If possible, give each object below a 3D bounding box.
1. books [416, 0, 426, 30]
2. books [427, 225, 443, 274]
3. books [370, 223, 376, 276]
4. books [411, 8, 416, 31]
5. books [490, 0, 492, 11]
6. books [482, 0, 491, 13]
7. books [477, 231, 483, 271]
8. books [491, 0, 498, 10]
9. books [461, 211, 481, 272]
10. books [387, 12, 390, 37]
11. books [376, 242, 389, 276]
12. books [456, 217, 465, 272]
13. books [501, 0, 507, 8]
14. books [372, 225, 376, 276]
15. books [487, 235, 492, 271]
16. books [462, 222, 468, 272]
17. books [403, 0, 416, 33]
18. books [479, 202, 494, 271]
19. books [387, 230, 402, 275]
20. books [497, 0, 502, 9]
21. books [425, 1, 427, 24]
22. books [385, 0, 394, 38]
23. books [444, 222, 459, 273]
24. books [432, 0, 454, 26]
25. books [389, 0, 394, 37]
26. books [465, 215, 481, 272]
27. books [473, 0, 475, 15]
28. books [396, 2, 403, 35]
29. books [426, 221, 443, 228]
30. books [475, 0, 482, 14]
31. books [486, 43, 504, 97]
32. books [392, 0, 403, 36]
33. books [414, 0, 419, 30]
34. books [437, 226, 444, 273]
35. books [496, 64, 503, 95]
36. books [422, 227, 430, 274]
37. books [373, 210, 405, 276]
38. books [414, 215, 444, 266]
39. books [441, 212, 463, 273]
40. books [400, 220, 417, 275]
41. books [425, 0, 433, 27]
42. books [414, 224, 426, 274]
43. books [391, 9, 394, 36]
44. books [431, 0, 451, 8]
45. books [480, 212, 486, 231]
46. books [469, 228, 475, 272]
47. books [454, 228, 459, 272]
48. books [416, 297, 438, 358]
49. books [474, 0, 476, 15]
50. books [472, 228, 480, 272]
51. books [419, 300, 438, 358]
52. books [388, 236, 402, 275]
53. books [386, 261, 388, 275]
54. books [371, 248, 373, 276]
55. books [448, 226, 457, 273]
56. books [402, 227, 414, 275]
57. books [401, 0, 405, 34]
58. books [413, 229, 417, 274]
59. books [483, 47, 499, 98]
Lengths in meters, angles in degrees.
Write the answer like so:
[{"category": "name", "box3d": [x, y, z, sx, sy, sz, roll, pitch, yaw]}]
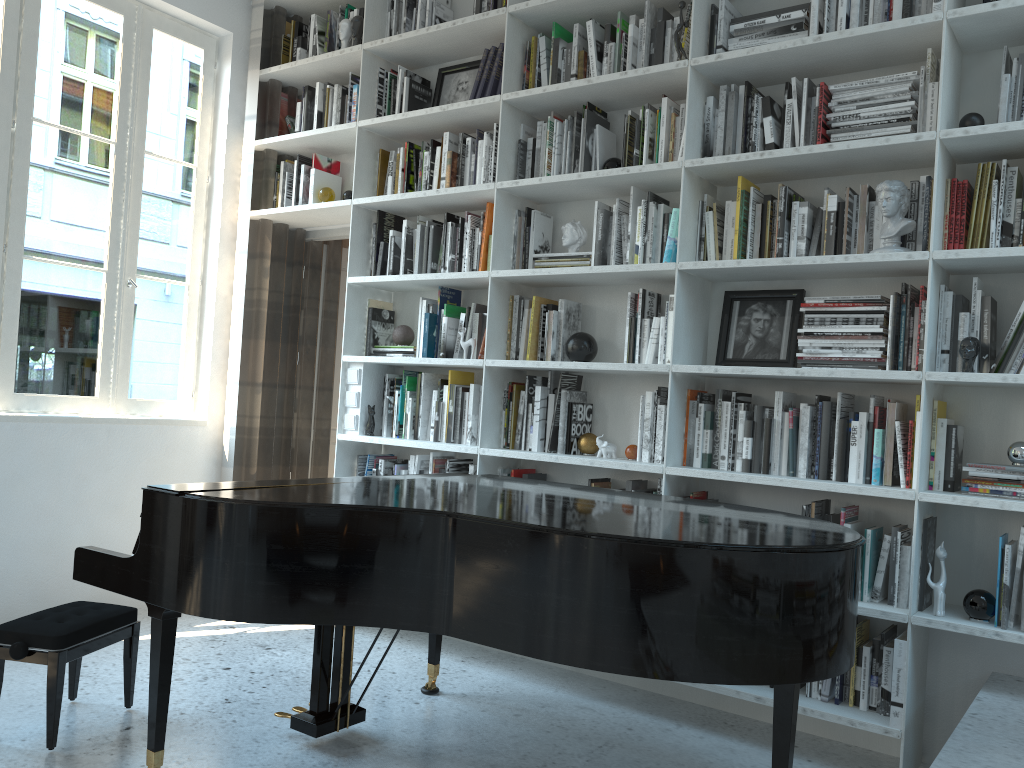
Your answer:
[{"category": "books", "box3d": [-0.386, -1.686, 4.193, 0.021, 0.213, 0.173, 3, -1, 35]}, {"category": "books", "box3d": [-0.319, -0.594, 4.093, 0.023, 0.242, 0.184, 3, -1, 35]}, {"category": "books", "box3d": [-0.626, -0.629, 4.329, 0.012, 0.285, 0.159, 3, -1, 35]}, {"category": "books", "box3d": [-0.421, -1.672, 4.230, 0.026, 0.182, 0.161, 3, -1, 35]}, {"category": "books", "box3d": [-0.040, -1.704, 3.969, 0.013, 0.283, 0.166, 3, -1, 35]}, {"category": "books", "box3d": [-0.075, -1.689, 3.979, 0.028, 0.249, 0.155, 3, -1, 35]}, {"category": "books", "box3d": [-0.099, -0.564, 3.939, 0.013, 0.203, 0.161, 3, -1, 35]}, {"category": "books", "box3d": [-0.029, -1.700, 3.947, 0.011, 0.274, 0.183, 3, -1, 35]}, {"category": "books", "box3d": [-0.178, -0.618, 4.018, 0.011, 0.304, 0.130, 3, -1, 35]}, {"category": "books", "box3d": [-0.558, -1.689, 4.331, 0.017, 0.204, 0.142, 3, -1, 35]}, {"category": "books", "box3d": [-0.572, -0.576, 4.261, 0.037, 0.182, 0.189, 3, -1, 35]}, {"category": "books", "box3d": [-0.197, -0.603, 4.012, 0.012, 0.272, 0.145, 3, -1, 35]}, {"category": "books", "box3d": [0.015, -1.709, 3.909, 0.025, 0.297, 0.163, 3, -1, 35]}, {"category": "books", "box3d": [-0.607, -0.620, 4.284, 0.027, 0.266, 0.176, 3, -1, 35]}, {"category": "books", "box3d": [-0.051, -0.552, 3.909, 0.030, 0.183, 0.152, 3, -1, 35]}, {"category": "books", "box3d": [-0.174, -0.591, 4.008, 0.011, 0.251, 0.139, 3, -1, 35]}, {"category": "books", "box3d": [-0.445, -1.722, 4.228, 0.015, 0.279, 0.190, 3, -1, 35]}, {"category": "books", "box3d": [-0.075, -0.624, 3.926, 0.035, 0.325, 0.170, 3, -1, 35]}, {"category": "books", "box3d": [-0.523, -0.600, 4.230, 0.022, 0.235, 0.177, 3, -1, 35]}, {"category": "books", "box3d": [-0.003, -1.656, 3.932, 0.027, 0.190, 0.177, 3, -1, 35]}, {"category": "books", "box3d": [-0.360, -1.728, 4.202, 0.007, 0.301, 0.145, 3, -1, 36]}, {"category": "books", "box3d": [-0.560, -1.729, 4.345, 0.007, 0.285, 0.159, 3, -1, 35]}, {"category": "books", "box3d": [-0.245, -0.597, 4.054, 0.021, 0.256, 0.156, 3, -1, 35]}, {"category": "books", "box3d": [-0.330, -1.681, 4.183, 0.013, 0.210, 0.136, 3, -1, 35]}, {"category": "books", "box3d": [-0.543, -1.715, 4.329, 0.007, 0.259, 0.156, 3, -1, 35]}, {"category": "books", "box3d": [-0.151, -0.603, 3.968, 0.015, 0.275, 0.157, 3, -1, 35]}, {"category": "books", "box3d": [-0.123, -1.705, 4.036, 0.013, 0.278, 0.151, 3, -1, 35]}, {"category": "books", "box3d": [-0.491, -1.696, 4.278, 0.013, 0.225, 0.177, 3, -1, 35]}, {"category": "books", "box3d": [-0.354, -0.610, 4.130, 0.011, 0.271, 0.158, 3, -1, 35]}, {"category": "books", "box3d": [-0.095, -1.705, 3.995, 0.024, 0.279, 0.188, 3, -1, 35]}, {"category": "books", "box3d": [-0.034, -1.335, 3.929, 0.097, 0.282, 0.174, 3, -1, 35]}, {"category": "books", "box3d": [-0.514, -1.710, 4.298, 0.012, 0.249, 0.180, 3, -1, 35]}, {"category": "books", "box3d": [-0.396, -1.689, 4.209, 0.013, 0.219, 0.181, 3, -1, 35]}, {"category": "books", "box3d": [-0.279, -0.599, 4.087, 0.047, 0.256, 0.141, 3, -1, 35]}, {"category": "books", "box3d": [0.005, -1.336, 3.926, 0.078, 0.285, 0.174, 3, -1, 35]}, {"category": "books", "box3d": [-0.351, -0.593, 4.106, 0.024, 0.237, 0.167, 3, -1, 35]}, {"category": "books", "box3d": [-0.591, -0.653, 4.270, 0.012, 0.333, 0.184, 3, -1, 35]}, {"category": "books", "box3d": [-0.385, -0.623, 4.140, 0.011, 0.293, 0.183, 3, -1, 35]}, {"category": "books", "box3d": [-0.264, -0.620, 4.056, 0.013, 0.300, 0.151, 3, -1, 35]}, {"category": "books", "box3d": [-0.457, -0.620, 4.198, 0.023, 0.281, 0.174, 3, -1, 35]}, {"category": "books", "box3d": [-0.346, -1.678, 4.183, 0.014, 0.202, 0.170, 3, -1, 35]}, {"category": "books", "box3d": [-0.378, -0.600, 4.124, 0.021, 0.247, 0.189, 3, -1, 35]}, {"category": "books", "box3d": [-0.529, -1.690, 4.317, 0.032, 0.210, 0.158, 3, -1, 35]}, {"category": "books", "box3d": [-0.345, -1.723, 4.206, 0.015, 0.293, 0.131, 3, -1, 35]}, {"category": "books", "box3d": [-0.099, -0.608, 3.960, 0.015, 0.293, 0.144, 3, -1, 35]}, {"category": "books", "box3d": [-0.134, -0.573, 3.972, 0.012, 0.217, 0.160, 3, -1, 35]}, {"category": "books", "box3d": [-0.206, -0.581, 4.023, 0.013, 0.227, 0.151, 3, -1, 35]}, {"category": "books", "box3d": [-0.379, -0.250, 4.118, 0.012, 0.285, 0.159, 3, -1, 35]}, {"category": "books", "box3d": [-0.115, -1.676, 4.014, 0.028, 0.218, 0.153, 3, -1, 35]}, {"category": "books", "box3d": [-0.118, -0.573, 3.966, 0.021, 0.220, 0.148, 3, -1, 35]}, {"category": "books", "box3d": [-0.366, -0.244, 4.107, 0.024, 0.273, 0.150, 3, -1, 35]}, {"category": "books", "box3d": [-0.510, -0.584, 4.207, 0.028, 0.203, 0.188, 3, -1, 35]}, {"category": "books", "box3d": [-0.541, -0.587, 4.262, 0.042, 0.208, 0.143, 3, -1, 35]}, {"category": "books", "box3d": [-0.618, -0.591, 4.310, 0.026, 0.209, 0.155, 3, -1, 35]}, {"category": "books", "box3d": [-0.223, -0.583, 4.021, 0.013, 0.229, 0.177, 3, -1, 35]}, {"category": "books", "box3d": [-0.449, -0.602, 4.181, 0.011, 0.246, 0.176, 3, -1, 35]}, {"category": "books", "box3d": [-0.476, -1.705, 4.274, 0.016, 0.243, 0.156, 3, -1, 35]}, {"category": "books", "box3d": [-0.411, -0.598, 4.183, 0.049, 0.243, 0.139, 3, -1, 35]}, {"category": "books", "box3d": [-0.047, -1.333, 3.962, 0.110, 0.279, 0.174, 3, -1, 35]}]
